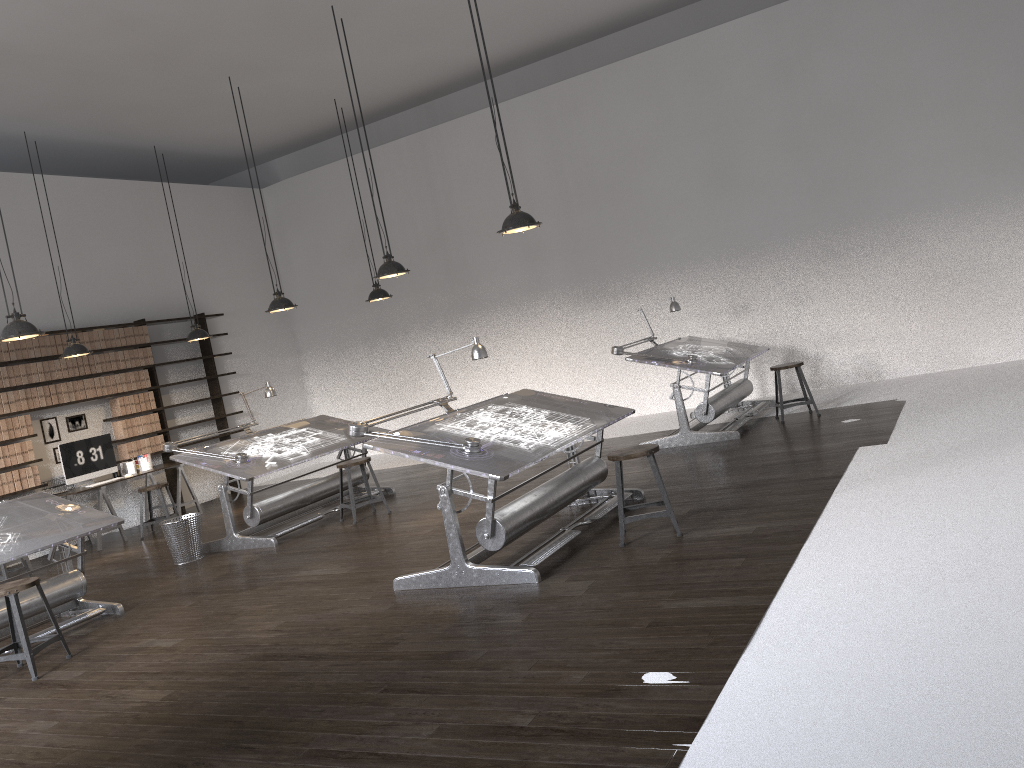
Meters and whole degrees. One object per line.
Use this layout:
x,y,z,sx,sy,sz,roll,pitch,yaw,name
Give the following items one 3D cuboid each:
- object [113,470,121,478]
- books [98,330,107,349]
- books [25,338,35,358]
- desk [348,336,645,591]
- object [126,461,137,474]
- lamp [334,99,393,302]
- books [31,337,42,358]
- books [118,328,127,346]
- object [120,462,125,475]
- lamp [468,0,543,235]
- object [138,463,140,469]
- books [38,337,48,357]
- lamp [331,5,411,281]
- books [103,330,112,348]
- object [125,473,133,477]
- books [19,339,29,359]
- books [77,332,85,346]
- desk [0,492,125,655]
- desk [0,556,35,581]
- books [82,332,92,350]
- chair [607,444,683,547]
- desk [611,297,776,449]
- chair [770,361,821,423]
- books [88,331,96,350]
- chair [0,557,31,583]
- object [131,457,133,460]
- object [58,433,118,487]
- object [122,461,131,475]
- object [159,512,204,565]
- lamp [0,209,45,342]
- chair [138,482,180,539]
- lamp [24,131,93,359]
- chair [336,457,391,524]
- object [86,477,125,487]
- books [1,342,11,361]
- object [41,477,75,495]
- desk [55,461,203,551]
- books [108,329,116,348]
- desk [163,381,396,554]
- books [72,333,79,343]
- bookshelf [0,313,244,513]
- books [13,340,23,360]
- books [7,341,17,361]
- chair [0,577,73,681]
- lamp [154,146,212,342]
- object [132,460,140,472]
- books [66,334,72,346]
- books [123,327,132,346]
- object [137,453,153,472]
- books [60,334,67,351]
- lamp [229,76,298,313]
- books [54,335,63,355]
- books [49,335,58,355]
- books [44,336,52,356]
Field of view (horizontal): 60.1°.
-4.576,1.011,10.245,0.091,0.142,0.097,-12,1,8,object
-4.930,-0.514,10.542,0.174,0.226,0.067,-11,1,28,books
-5.351,-0.380,9.746,0.173,0.225,0.067,-11,1,29,books
-0.049,0.355,5.816,1.072,1.386,2.080,-11,2,29,desk
-4.400,0.971,10.249,0.095,0.144,0.094,-13,1,-35,object
-1.695,-2.034,9.765,0.312,2.252,0.311,-12,0,8,lamp
-5.315,-0.391,9.809,0.174,0.225,0.067,-11,1,29,books
-4.798,-0.556,10.790,0.174,0.225,0.067,-11,1,28,books
-4.541,0.992,10.401,0.095,0.144,0.094,-13,2,-44,object
-0.178,-2.128,5.894,0.312,2.252,0.311,-12,0,8,lamp
-4.412,0.979,10.437,0.083,0.123,0.082,-12,1,4,object
-5.281,-0.402,9.872,0.174,0.226,0.067,-11,1,28,books
-1.214,-1.984,7.266,0.312,2.265,0.311,-12,0,-37,lamp
-4.901,-0.524,10.606,0.174,0.225,0.067,-11,1,29,books
-4.338,1.028,10.016,0.106,0.028,0.059,-10,3,25,object
-5.387,-0.369,9.687,0.173,0.225,0.067,-11,1,28,books
-5.059,-0.473,10.307,0.174,0.225,0.067,-11,1,29,books
-3.742,1.145,5.532,1.072,1.386,2.292,-11,3,29,desk
-5.343,1.697,8.210,0.653,0.669,1.677,-11,3,29,desk
-5.023,-0.484,10.364,0.174,0.226,0.067,-11,1,28,books
0.779,0.655,5.328,0.371,0.528,0.359,-12,1,7,chair
1.858,-0.228,8.991,1.072,1.386,2.080,-11,2,29,desk
2.690,0.071,8.507,0.371,0.528,0.359,-12,1,7,chair
-4.996,-0.493,10.425,0.174,0.225,0.067,-11,1,29,books
-4.701,1.643,8.108,0.358,0.528,0.372,-12,1,2,chair
-4.446,0.938,10.427,0.055,0.180,0.007,-12,0,10,object
-4.731,0.871,9.868,0.203,0.517,0.646,-11,2,29,object
-4.477,0.983,10.322,0.097,0.143,0.095,-13,2,-44,object
-2.833,1.345,7.669,0.355,0.378,0.351,-13,2,-40,object
-3.622,-1.419,6.104,0.312,2.252,0.311,-12,0,-41,lamp
-3.884,1.379,9.715,0.372,0.528,0.358,-12,1,-3,chair
-4.528,-1.380,8.729,0.312,2.252,0.311,-12,0,-37,lamp
-1.376,0.953,7.990,0.373,0.528,0.357,-13,1,-33,chair
-4.469,1.079,9.736,0.118,0.017,0.441,-10,4,24,object
-5.482,-0.338,9.498,0.174,0.225,0.067,-11,1,28,books
-4.913,1.106,9.582,0.203,0.161,0.285,-11,3,21,object
-4.351,1.381,10.094,0.653,0.669,1.677,-11,3,29,desk
-4.870,-0.534,10.668,0.173,0.225,0.067,-11,1,29,books
-2.188,0.649,8.483,1.072,1.386,2.080,-11,2,29,desk
-5.092,-0.463,10.245,0.173,0.225,0.067,-11,1,29,books
-5.943,1.256,8.267,0.372,3.204,9.228,-12,3,29,bookshelf
-5.418,-0.359,9.625,0.174,0.225,0.067,-11,1,28,books
-5.447,-0.349,9.561,0.174,0.226,0.067,-11,1,29,books
-2.867,1.430,5.141,0.371,0.528,0.359,-12,1,7,chair
-3.808,-1.610,10.097,0.312,2.252,0.311,-12,0,-37,lamp
-4.393,0.964,10.344,0.068,0.155,0.068,-12,1,5,object
-5.121,-0.453,10.180,0.173,0.225,0.067,-11,1,28,books
-4.764,-0.566,10.854,0.174,0.226,0.067,-11,1,29,books
-4.301,0.922,10.384,0.145,0.196,0.144,-12,1,1,object
-5.158,-0.442,10.120,0.174,0.225,0.067,-11,1,28,books
-2.415,-1.804,8.397,0.312,2.252,0.311,-12,0,-37,lamp
-5.188,-0.432,10.051,0.174,0.226,0.067,-11,1,29,books
-5.227,-0.420,9.989,0.174,0.225,0.067,-11,1,28,books
-5.256,-0.410,9.930,0.174,0.225,0.067,-11,1,29,books
